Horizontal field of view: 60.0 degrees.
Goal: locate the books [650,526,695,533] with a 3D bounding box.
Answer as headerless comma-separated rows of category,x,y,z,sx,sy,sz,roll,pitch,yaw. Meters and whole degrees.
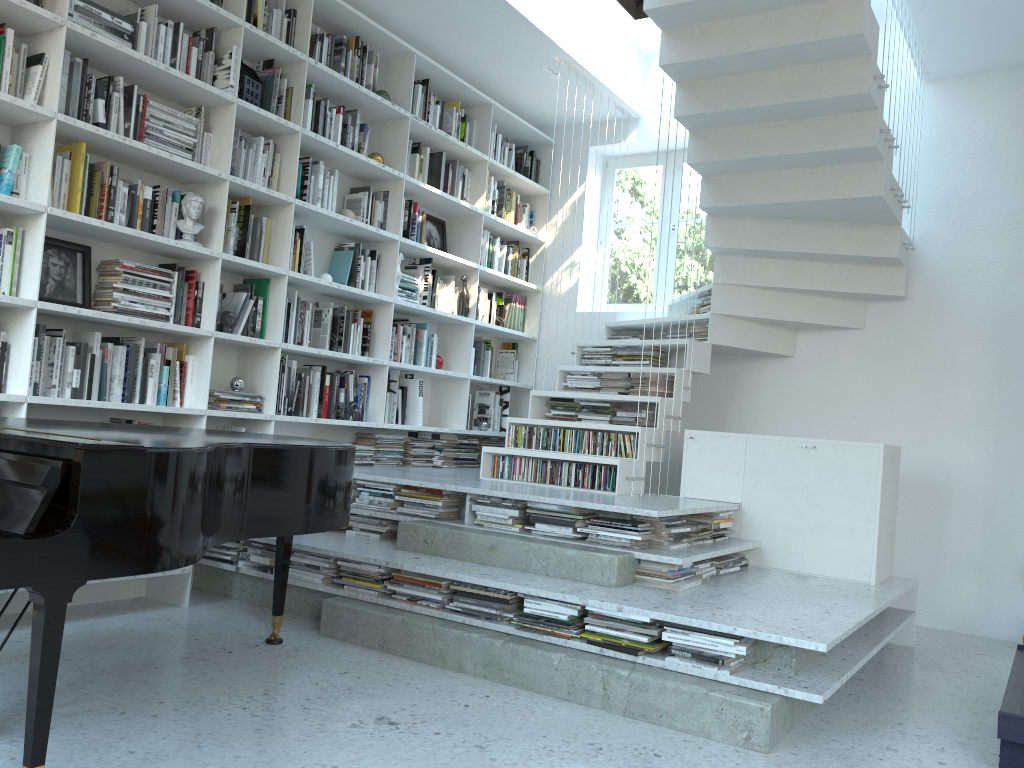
books,0.680,0.639,3.955,0.190,0.015,0.230,2,-4,37

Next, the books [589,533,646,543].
books,0.460,0.662,3.831,0.208,0.015,0.152,3,-3,29

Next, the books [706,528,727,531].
books,0.963,0.719,4.455,0.160,0.014,0.268,3,-4,31

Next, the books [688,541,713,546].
books,0.812,0.740,4.194,0.174,0.007,0.291,3,-4,35

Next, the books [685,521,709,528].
books,0.820,0.660,4.197,0.173,0.011,0.203,3,-3,27

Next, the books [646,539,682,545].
books,0.652,0.698,3.967,0.148,0.013,0.227,3,-4,30

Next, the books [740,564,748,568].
books,1.075,0.900,4.430,0.160,0.010,0.179,3,-4,32

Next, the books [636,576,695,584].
books,0.641,0.810,3.722,0.164,0.006,0.264,3,-4,33

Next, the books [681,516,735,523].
books,0.981,0.677,4.448,0.179,0.012,0.262,2,-4,36

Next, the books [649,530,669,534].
books,0.661,0.651,3.966,0.153,0.009,0.260,3,-4,35

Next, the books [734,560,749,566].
books,1.075,0.886,4.431,0.151,0.017,0.234,3,-4,33

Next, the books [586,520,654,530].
books,0.467,0.609,3.838,0.269,0.009,0.132,2,-4,36

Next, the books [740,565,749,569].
books,1.079,0.908,4.427,0.151,0.006,0.262,3,-3,28

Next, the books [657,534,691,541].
books,0.670,0.674,3.958,0.189,0.013,0.215,3,-4,31

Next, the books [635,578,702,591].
books,0.656,0.825,3.711,0.200,0.023,0.262,3,-4,30

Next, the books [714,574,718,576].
books,0.930,0.882,4.208,0.144,0.009,0.250,3,-4,31

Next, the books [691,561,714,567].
books,0.788,0.795,3.967,0.152,0.005,0.242,3,-4,33

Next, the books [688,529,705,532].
books,0.807,0.683,4.203,0.160,0.010,0.179,3,-4,34

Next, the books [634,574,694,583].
books,0.641,0.802,3.722,0.159,0.008,0.285,3,-4,30

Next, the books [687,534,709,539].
books,0.811,0.710,4.198,0.177,0.015,0.215,3,-4,33

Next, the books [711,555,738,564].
books,0.943,0.824,4.196,0.176,0.009,0.275,3,-4,32

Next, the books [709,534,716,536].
books,0.957,0.742,4.457,0.132,0.016,0.262,3,-3,27

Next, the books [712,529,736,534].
books,0.980,0.731,4.444,0.181,0.008,0.281,2,-4,37

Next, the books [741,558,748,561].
books,1.073,0.874,4.434,0.133,0.007,0.225,2,-4,36

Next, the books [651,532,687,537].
books,0.662,0.661,3.964,0.168,0.012,0.210,3,-4,33

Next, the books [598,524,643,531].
books,0.480,0.621,3.860,0.190,0.011,0.091,3,-3,30

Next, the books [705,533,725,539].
books,0.961,0.754,4.454,0.152,0.009,0.259,3,-3,29

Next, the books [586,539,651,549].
books,0.462,0.688,3.838,0.249,0.009,0.144,3,-4,32

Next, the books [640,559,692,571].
books,0.649,0.748,3.722,0.157,0.025,0.234,3,-3,27

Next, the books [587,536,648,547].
books,0.455,0.676,3.825,0.212,0.014,0.161,2,-4,36

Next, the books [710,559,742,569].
books,0.953,0.838,4.197,0.190,0.018,0.288,3,-4,31

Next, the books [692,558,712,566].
books,0.787,0.786,3.969,0.149,0.013,0.220,3,-4,31

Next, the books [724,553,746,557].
books,1.070,0.853,4.437,0.130,0.007,0.215,3,-4,34

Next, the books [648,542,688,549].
books,0.664,0.712,3.958,0.177,0.015,0.216,3,-4,30

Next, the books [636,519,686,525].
books,0.668,0.609,3.965,0.159,0.009,0.228,3,-3,28

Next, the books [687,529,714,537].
books,0.825,0.696,4.190,0.187,0.014,0.273,3,-3,27

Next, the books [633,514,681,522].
books,0.651,0.596,3.977,0.128,0.016,0.261,3,-4,31

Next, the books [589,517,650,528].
books,0.466,0.597,3.836,0.228,0.014,0.149,3,-4,30

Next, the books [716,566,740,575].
books,0.949,0.869,4.197,0.177,0.018,0.250,3,-4,35

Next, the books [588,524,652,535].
books,0.468,0.630,3.841,0.242,0.012,0.137,3,-4,33

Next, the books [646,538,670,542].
books,0.649,0.685,3.970,0.131,0.012,0.208,3,-3,28

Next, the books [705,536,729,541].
books,0.968,0.764,4.448,0.177,0.011,0.220,3,-4,30

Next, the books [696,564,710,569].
books,0.783,0.806,3.970,0.134,0.018,0.211,3,-4,35

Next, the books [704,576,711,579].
books,0.785,0.854,3.964,0.152,0.015,0.208,3,-4,30

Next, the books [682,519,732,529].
books,0.973,0.697,4.452,0.177,0.030,0.284,3,-4,33

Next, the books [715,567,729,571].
books,0.944,0.857,4.201,0.161,0.005,0.254,3,-3,28

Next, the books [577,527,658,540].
books,0.454,0.641,3.820,0.297,0.014,0.185,3,-4,31

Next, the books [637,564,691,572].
books,0.636,0.765,3.729,0.132,0.010,0.257,2,-4,36

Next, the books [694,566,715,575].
books,0.791,0.821,3.963,0.158,0.012,0.273,3,-4,30

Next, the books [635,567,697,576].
books,0.646,0.776,3.722,0.159,0.012,0.292,3,-4,35

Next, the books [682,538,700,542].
books,0.797,0.724,4.205,0.133,0.014,0.294,3,-3,29

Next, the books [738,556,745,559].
books,1.069,0.863,4.437,0.133,0.014,0.229,3,-4,31

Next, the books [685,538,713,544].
books,0.813,0.734,4.194,0.165,0.005,0.287,2,-4,37

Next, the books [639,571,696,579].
books,0.648,0.789,3.719,0.168,0.012,0.210,2,-4,36

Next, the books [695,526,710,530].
books,0.813,0.672,4.200,0.172,0.013,0.246,3,-4,31

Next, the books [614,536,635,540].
books,0.464,0.652,3.837,0.227,0.006,0.134,2,-4,36

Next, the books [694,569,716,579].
books,0.799,0.838,3.957,0.169,0.019,0.232,3,-3,27

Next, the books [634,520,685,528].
books,0.659,0.622,3.969,0.154,0.018,0.221,3,-4,33
